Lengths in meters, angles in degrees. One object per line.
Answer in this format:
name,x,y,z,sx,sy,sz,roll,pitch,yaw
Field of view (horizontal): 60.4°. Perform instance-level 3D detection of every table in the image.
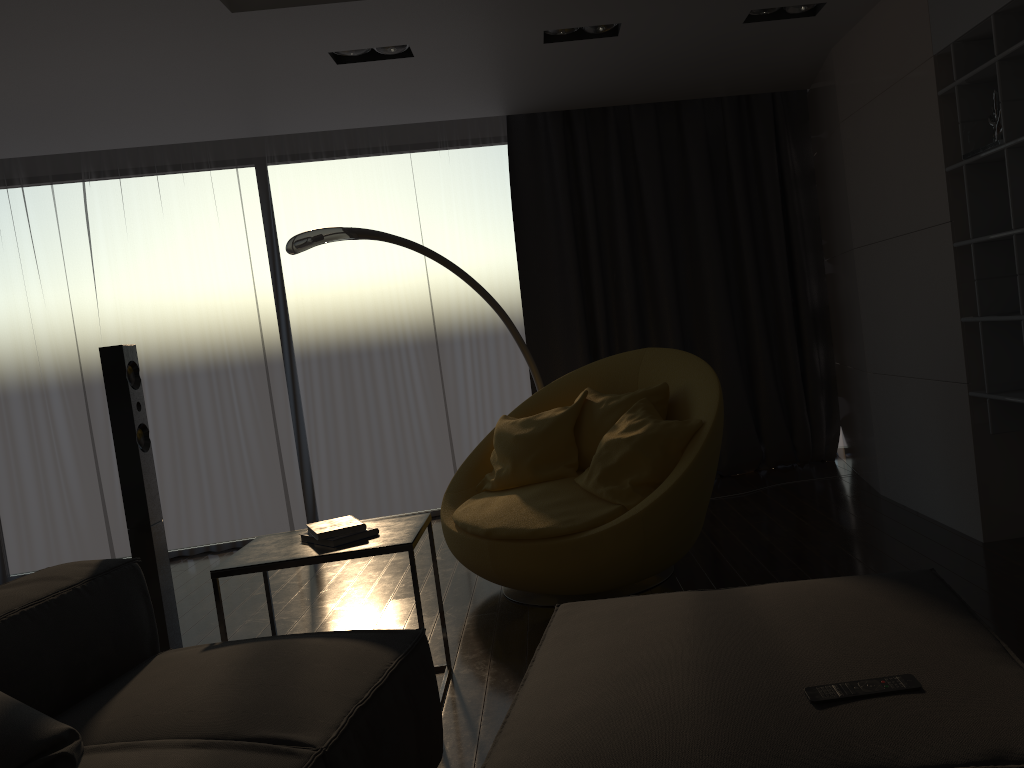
table,-0.557,0.784,2.879,0.604,0.563,0.448,-7,3,-2

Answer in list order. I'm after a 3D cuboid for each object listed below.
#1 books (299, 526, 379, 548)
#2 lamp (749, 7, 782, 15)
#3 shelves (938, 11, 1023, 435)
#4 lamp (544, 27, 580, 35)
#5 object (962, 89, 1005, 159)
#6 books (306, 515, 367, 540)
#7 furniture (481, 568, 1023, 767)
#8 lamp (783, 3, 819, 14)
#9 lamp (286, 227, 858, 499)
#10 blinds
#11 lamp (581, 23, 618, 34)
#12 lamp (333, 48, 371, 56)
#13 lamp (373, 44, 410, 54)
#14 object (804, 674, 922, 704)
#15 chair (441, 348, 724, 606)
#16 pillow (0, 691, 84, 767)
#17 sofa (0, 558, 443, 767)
books,-0.564,0.490,2.866,0.172,0.023,0.219,-10,4,-41
lamp,1.191,-1.787,4.153,0.171,0.077,0.182,-6,3,18
shelves,2.038,-0.562,2.809,0.380,1.601,1.916,-7,3,2
lamp,0.228,-1.663,4.084,0.171,0.077,0.182,-6,3,18
object,1.944,-1.030,3.417,0.286,0.227,0.283,-7,3,-1
books,-0.576,0.468,2.875,0.162,0.022,0.196,-8,3,-24
furniture,0.551,0.752,1.927,1.079,0.440,1.113,-7,3,9
lamp,1.371,-1.810,4.166,0.174,0.077,0.180,-7,3,11
lamp,0.962,-0.146,5.280,4.412,1.779,0.557,-8,3,-24
blinds,-1.592,-0.391,5.503,7.647,2.894,0.732,-8,3,-11
lamp,0.408,-1.686,4.097,0.174,0.077,0.180,-7,3,11
lamp,-0.734,-1.539,4.015,0.179,0.077,0.174,-8,3,-6
lamp,-0.555,-1.562,4.028,0.174,0.077,0.180,-7,3,11
object,0.639,0.555,1.604,0.209,0.015,0.050,-7,3,-4
chair,0.313,0.391,4.043,1.195,1.006,1.439,-9,4,-34
pillow,-0.818,0.597,0.778,1.114,0.431,1.989,-10,4,-38
sofa,-0.245,0.758,1.218,2.698,0.704,2.520,-7,3,9
